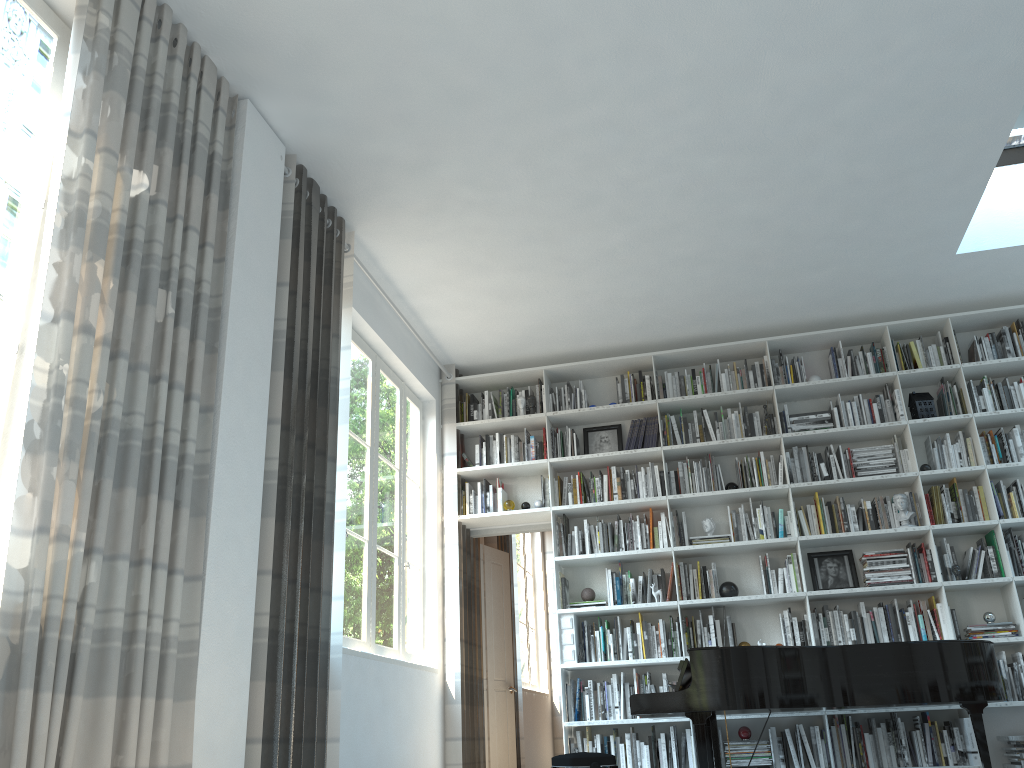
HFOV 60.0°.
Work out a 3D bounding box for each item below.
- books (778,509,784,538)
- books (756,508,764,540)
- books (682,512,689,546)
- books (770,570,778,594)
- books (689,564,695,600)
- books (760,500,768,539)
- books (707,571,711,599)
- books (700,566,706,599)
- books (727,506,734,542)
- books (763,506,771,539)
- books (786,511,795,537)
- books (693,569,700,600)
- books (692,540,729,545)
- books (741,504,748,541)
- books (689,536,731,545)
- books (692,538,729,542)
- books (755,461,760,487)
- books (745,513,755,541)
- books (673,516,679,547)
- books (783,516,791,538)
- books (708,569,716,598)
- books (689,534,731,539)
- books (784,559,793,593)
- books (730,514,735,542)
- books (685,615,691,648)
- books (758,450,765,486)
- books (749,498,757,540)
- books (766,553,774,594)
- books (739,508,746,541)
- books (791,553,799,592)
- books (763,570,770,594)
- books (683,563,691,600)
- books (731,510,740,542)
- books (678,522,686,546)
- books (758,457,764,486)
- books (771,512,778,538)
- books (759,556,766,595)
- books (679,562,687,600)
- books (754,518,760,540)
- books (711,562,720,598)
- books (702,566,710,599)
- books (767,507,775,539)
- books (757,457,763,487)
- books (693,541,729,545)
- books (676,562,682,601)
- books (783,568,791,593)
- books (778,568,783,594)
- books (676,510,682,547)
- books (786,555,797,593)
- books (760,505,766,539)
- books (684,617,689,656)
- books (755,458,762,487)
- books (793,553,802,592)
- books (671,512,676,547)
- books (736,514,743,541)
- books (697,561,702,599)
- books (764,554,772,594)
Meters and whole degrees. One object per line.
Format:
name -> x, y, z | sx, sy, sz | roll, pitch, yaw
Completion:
books -> 1.889, 1.009, 6.233 | 0.060, 0.226, 0.179 | -7, -22, 11
books -> 1.755, 1.018, 6.268 | 0.028, 0.246, 0.170 | -7, -22, 11
books -> 1.254, 1.071, 6.388 | 0.021, 0.276, 0.137 | -7, -22, 11
books -> 1.811, 1.390, 6.130 | 0.030, 0.182, 0.155 | -7, -22, 11
books -> 1.268, 1.415, 6.243 | 0.036, 0.262, 0.167 | -7, -22, 11
books -> 1.784, 0.989, 6.270 | 0.011, 0.299, 0.179 | -7, -22, 11
books -> 1.383, 1.426, 6.209 | 0.011, 0.207, 0.181 | -7, -22, 11
books -> 1.344, 1.416, 6.227 | 0.014, 0.243, 0.153 | -7, -22, 11
books -> 1.558, 1.025, 6.315 | 0.012, 0.284, 0.160 | -7, -22, 11
books -> 1.802, 1.006, 6.260 | 0.023, 0.258, 0.171 | -7, -22, 11
books -> 1.962, 1.013, 6.236 | 0.026, 0.216, 0.127 | -7, -22, 11
books -> 1.299, 1.429, 6.234 | 0.025, 0.227, 0.153 | -7, -22, 11
books -> 1.412, 1.138, 6.314 | 0.254, 0.012, 0.161 | -5, -22, 7
books -> 1.653, 1.012, 6.293 | 0.012, 0.285, 0.168 | -7, -22, 11
books -> 1.412, 1.118, 6.329 | 0.285, 0.012, 0.160 | -8, -23, 13
books -> 1.412, 1.129, 6.322 | 0.254, 0.012, 0.161 | -6, -22, 9
books -> 1.773, 0.686, 6.414 | 0.011, 0.235, 0.131 | -7, -22, 11
books -> 1.687, 1.042, 6.290 | 0.048, 0.224, 0.150 | -7, -22, 11
books -> 1.188, 1.089, 6.396 | 0.024, 0.256, 0.134 | -7, -22, 11
books -> 1.937, 1.032, 6.232 | 0.027, 0.180, 0.142 | -7, -22, 11
books -> 1.400, 1.419, 6.203 | 0.028, 0.215, 0.176 | -7, -22, 11
books -> 1.411, 1.105, 6.329 | 0.285, 0.012, 0.160 | -6, -22, 8
books -> 1.904, 1.341, 6.101 | 0.012, 0.243, 0.171 | -7, -22, 11
books -> 1.573, 1.053, 6.315 | 0.010, 0.231, 0.155 | -7, -22, 11
books -> 1.223, 1.752, 6.125 | 0.013, 0.282, 0.147 | -7, -22, 11
books -> 1.802, 0.644, 6.405 | 0.006, 0.302, 0.166 | -7, -22, 12
books -> 1.712, 0.987, 6.296 | 0.010, 0.328, 0.174 | -7, -22, 11
books -> 1.787, 1.337, 6.149 | 0.012, 0.297, 0.166 | -7, -22, 11
books -> 1.639, 1.027, 6.303 | 0.022, 0.266, 0.152 | -7, -22, 11
books -> 1.940, 1.320, 6.098 | 0.011, 0.278, 0.188 | -7, -22, 11
books -> 1.758, 1.389, 6.127 | 0.025, 0.185, 0.154 | -7, -22, 11
books -> 1.239, 1.416, 6.258 | 0.026, 0.274, 0.155 | -7, -22, 11
books -> 1.588, 1.037, 6.297 | 0.030, 0.246, 0.175 | -7, -22, 11
books -> 1.230, 1.108, 6.386 | 0.034, 0.209, 0.137 | -7, -22, 11
books -> 1.797, 0.668, 6.394 | 0.006, 0.252, 0.181 | -7, -22, 11
books -> 1.853, 1.027, 6.262 | 0.026, 0.218, 0.150 | -7, -22, 11
books -> 1.739, 1.347, 6.153 | 0.012, 0.284, 0.160 | -7, -22, 11
books -> 1.213, 1.413, 6.260 | 0.025, 0.283, 0.146 | -7, -22, 11
books -> 1.735, 1.055, 6.280 | 0.025, 0.188, 0.140 | -7, -22, 11
books -> 1.430, 1.398, 6.220 | 0.028, 0.265, 0.145 | -7, -22, 11
books -> 1.368, 1.417, 6.238 | 0.028, 0.246, 0.143 | -7, -22, 11
books -> 1.829, 1.013, 6.273 | 0.022, 0.255, 0.152 | -7, -22, 11
books -> 1.793, 0.665, 6.403 | 0.004, 0.264, 0.142 | -7, -22, 11
books -> 1.413, 1.150, 6.311 | 0.254, 0.012, 0.161 | -6, -22, 8
books -> 1.186, 1.420, 6.275 | 0.012, 0.284, 0.160 | -7, -22, 11
books -> 1.890, 1.373, 6.104 | 0.024, 0.187, 0.173 | -7, -22, 11
books -> 1.850, 1.376, 6.108 | 0.057, 0.188, 0.156 | -7, -22, 11
books -> 1.208, 1.074, 6.416 | 0.011, 0.296, 0.136 | -7, -22, 11
books -> 1.924, 1.330, 6.108 | 0.027, 0.268, 0.179 | -7, -22, 11
books -> 1.772, 1.004, 6.258 | 0.012, 0.264, 0.193 | -7, -22, 11
books -> 1.212, 1.760, 6.135 | 0.013, 0.274, 0.147 | -7, -22, 11
books -> 1.783, 0.672, 6.404 | 0.017, 0.252, 0.140 | -7, -22, 11
books -> 1.956, 1.317, 6.097 | 0.021, 0.280, 0.162 | -7, -22, 11
books -> 1.172, 1.080, 6.410 | 0.012, 0.284, 0.160 | -7, -22, 11
books -> 1.621, 1.054, 6.314 | 0.024, 0.226, 0.138 | -7, -22, 11
books -> 1.319, 1.397, 6.218 | 0.026, 0.273, 0.191 | -7, -22, 11
books -> 1.776, 1.342, 6.153 | 0.011, 0.290, 0.156 | -7, -22, 11
